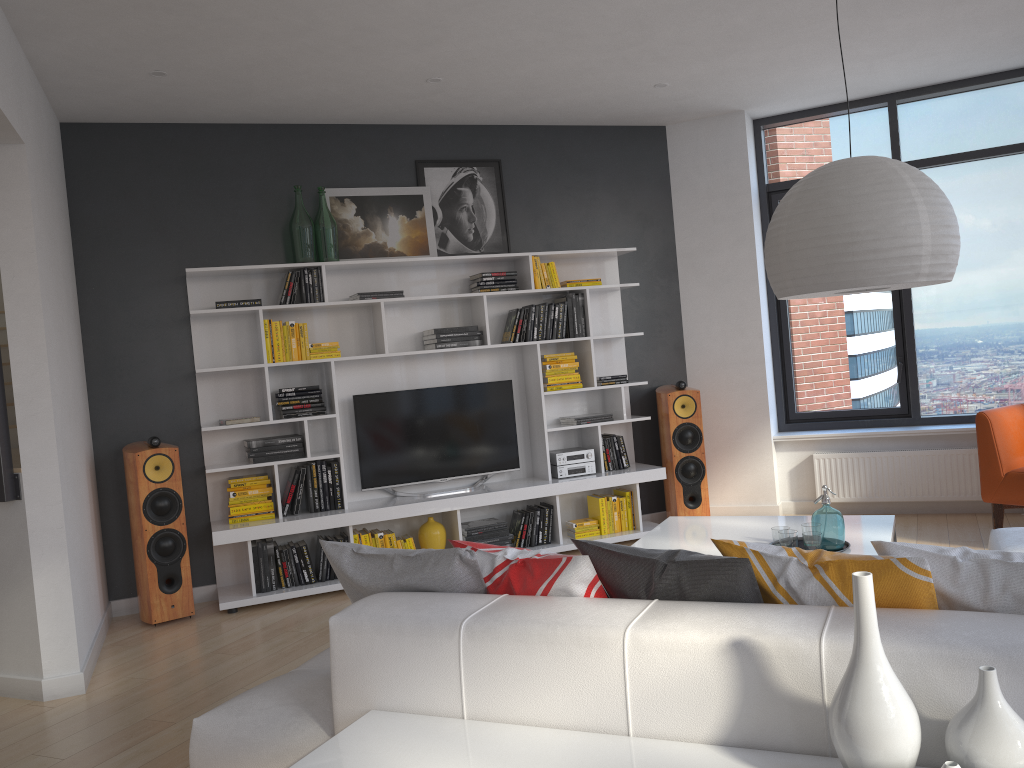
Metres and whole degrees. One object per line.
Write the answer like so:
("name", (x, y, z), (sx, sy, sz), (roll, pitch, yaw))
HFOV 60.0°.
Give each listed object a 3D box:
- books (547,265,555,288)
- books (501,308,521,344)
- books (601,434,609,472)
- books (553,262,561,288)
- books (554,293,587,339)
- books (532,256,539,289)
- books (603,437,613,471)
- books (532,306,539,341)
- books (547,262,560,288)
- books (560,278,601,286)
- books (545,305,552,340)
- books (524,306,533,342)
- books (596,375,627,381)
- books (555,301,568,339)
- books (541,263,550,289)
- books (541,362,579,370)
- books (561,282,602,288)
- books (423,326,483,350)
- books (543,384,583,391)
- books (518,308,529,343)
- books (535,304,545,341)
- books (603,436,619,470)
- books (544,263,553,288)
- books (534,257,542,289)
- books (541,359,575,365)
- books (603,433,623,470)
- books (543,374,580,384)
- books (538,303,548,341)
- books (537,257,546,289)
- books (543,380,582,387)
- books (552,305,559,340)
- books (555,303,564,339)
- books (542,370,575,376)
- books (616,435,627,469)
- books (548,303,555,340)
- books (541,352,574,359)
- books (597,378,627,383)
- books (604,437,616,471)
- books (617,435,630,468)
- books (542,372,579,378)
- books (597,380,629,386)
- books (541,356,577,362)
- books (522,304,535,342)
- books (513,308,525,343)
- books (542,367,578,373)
("books", (0.252, -0.733, 6.120), (0.046, 0.161, 0.108), (-6, 2, -21))
("books", (-0.007, -0.393, 6.083), (0.104, 0.234, 0.182), (-6, 2, -20))
("books", (0.611, 0.484, 6.301), (0.053, 0.268, 0.202), (-6, 2, -20))
("books", (0.287, -0.750, 6.157), (0.044, 0.184, 0.142), (-6, 2, -19))
("books", (0.411, -0.474, 6.266), (0.128, 0.321, 0.259), (-6, 2, -20))
("books", (0.130, -0.756, 6.090), (0.041, 0.229, 0.161), (-6, 2, -21))
("books", (0.644, 0.497, 6.309), (0.053, 0.240, 0.189), (-6, 2, -20))
("books", (0.133, -0.410, 6.133), (0.068, 0.243, 0.179), (-6, 2, -21))
("books", (0.268, -0.747, 6.141), (0.064, 0.184, 0.141), (-6, 2, -19))
("books", (0.471, -0.716, 6.267), (0.257, 0.024, 0.203), (-6, 2, -17))
("books", (0.228, -0.419, 6.143), (0.069, 0.242, 0.172), (-6, 2, -19))
("books", (0.094, -0.405, 6.097), (0.069, 0.242, 0.172), (-6, 2, -19))
("books", (0.690, -0.046, 6.324), (0.213, 0.023, 0.161), (-6, 2, -16))
("books", (0.332, -0.440, 6.208), (0.066, 0.260, 0.197), (-6, 2, -20))
("books", (0.209, -0.739, 6.124), (0.054, 0.180, 0.132), (-6, 2, -20))
("books", (0.328, -0.126, 6.244), (0.239, 0.033, 0.176), (-6, 2, -17))
("books", (0.480, -0.691, 6.261), (0.257, 0.028, 0.194), (-6, 2, -15))
("books", (-0.401, -0.307, 5.976), (0.343, 0.137, 0.277), (-6, 2, -25))
("books", (0.342, 0.025, 6.224), (0.257, 0.028, 0.194), (-6, 2, -15))
("books", (0.057, -0.399, 6.097), (0.081, 0.233, 0.169), (-6, 2, -21))
("books", (0.166, -0.419, 6.149), (0.084, 0.249, 0.191), (-6, 2, -20))
("books", (0.692, 0.489, 6.311), (0.050, 0.242, 0.169), (-6, 2, -20))
("books", (0.230, -0.740, 6.124), (0.044, 0.178, 0.128), (-6, 2, -20))
("books", (0.145, -0.756, 6.115), (0.041, 0.224, 0.163), (-6, 2, -22))
("books", (0.319, -0.153, 6.243), (0.227, 0.022, 0.160), (-5, 2, -4))
("books", (0.714, 0.482, 6.331), (0.066, 0.255, 0.193), (-6, 2, -20))
("books", (0.330, -0.034, 6.234), (0.243, 0.042, 0.189), (-6, 2, -20))
("books", (0.197, -0.427, 6.162), (0.066, 0.260, 0.197), (-6, 2, -20))
("books", (0.170, -0.758, 6.133), (0.054, 0.224, 0.164), (-6, 2, -21))
("books", (0.333, -0.001, 6.230), (0.257, 0.024, 0.203), (-6, 2, -17))
("books", (0.269, -0.426, 6.172), (0.071, 0.243, 0.179), (-6, 2, -21))
("books", (0.301, -0.432, 6.195), (0.084, 0.249, 0.191), (-6, 2, -20))
("books", (0.317, -0.078, 6.223), (0.217, 0.023, 0.145), (-6, 2, -16))
("books", (0.745, 0.484, 6.334), (0.066, 0.242, 0.177), (-6, 2, -20))
("books", (0.240, -0.428, 6.175), (0.075, 0.254, 0.192), (-6, 2, -21))
("books", (0.307, -0.200, 6.259), (0.223, 0.023, 0.163), (-6, 2, -16))
("books", (0.695, -0.026, 6.310), (0.198, 0.015, 0.142), (-6, 2, -21))
("books", (0.669, 0.495, 6.310), (0.049, 0.236, 0.170), (-6, 2, -19))
("books", (0.766, 0.485, 6.375), (0.077, 0.233, 0.179), (-6, 2, -20))
("books", (0.320, -0.062, 6.245), (0.251, 0.014, 0.189), (-6, 2, -17))
("books", (0.699, -0.007, 6.308), (0.213, 0.023, 0.161), (-6, 2, -16))
("books", (0.326, -0.177, 6.242), (0.223, 0.023, 0.163), (-6, 2, -16))
("books", (0.105, -0.415, 6.129), (0.075, 0.254, 0.192), (-6, 2, -21))
("books", (0.023, -0.396, 6.099), (0.096, 0.234, 0.187), (-6, 2, -20))
("books", (0.320, -0.099, 6.243), (0.239, 0.019, 0.171), (-6, 2, -20))
